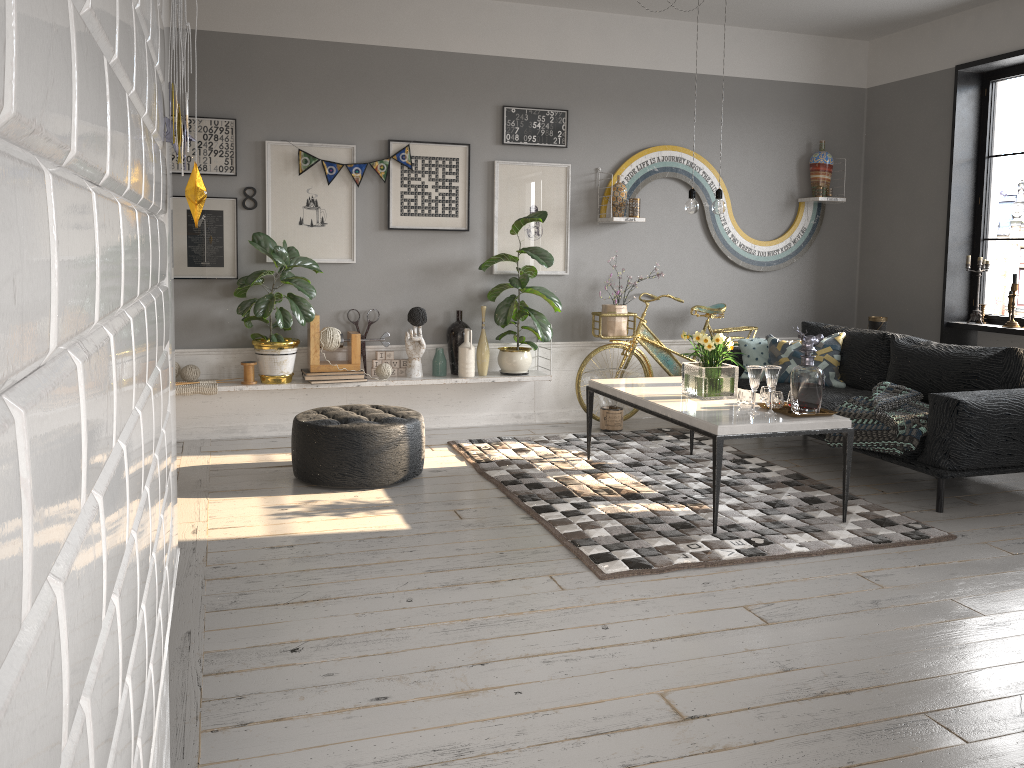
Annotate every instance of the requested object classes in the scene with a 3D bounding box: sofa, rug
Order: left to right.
[{"bbox_3d":[0.790,0.530,4.888,1.770,0.034,2.545,-2,9,-18],"label":"rug"},{"bbox_3d":[2.174,0.080,5.510,0.970,0.792,2.357,-2,9,-19],"label":"sofa"}]

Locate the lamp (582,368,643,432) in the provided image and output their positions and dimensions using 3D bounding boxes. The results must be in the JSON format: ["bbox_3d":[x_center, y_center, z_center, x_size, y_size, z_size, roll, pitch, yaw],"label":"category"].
[{"bbox_3d":[0.708,0.112,6.265,0.432,0.435,0.435,2,7,12],"label":"lamp"}]

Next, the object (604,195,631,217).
[{"bbox_3d":[0.755,-1.279,6.364,0.197,0.165,0.060,3,6,15],"label":"object"}]

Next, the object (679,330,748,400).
[{"bbox_3d":[1.046,-0.108,4.671,0.325,0.349,0.354,-1,7,-16],"label":"object"}]

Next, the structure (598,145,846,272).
[{"bbox_3d":[1.625,-1.334,6.733,2.023,0.950,0.268,-2,6,-18],"label":"structure"}]

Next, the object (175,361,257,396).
[{"bbox_3d":[-2.017,-0.092,5.583,0.785,0.305,0.331,-2,7,-18],"label":"object"}]

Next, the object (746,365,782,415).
[{"bbox_3d":[1.192,0.029,4.203,0.167,0.225,0.083,0,5,-7],"label":"object"}]

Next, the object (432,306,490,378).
[{"bbox_3d":[-0.352,-0.298,6.120,0.332,0.485,0.287,5,7,32],"label":"object"}]

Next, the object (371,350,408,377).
[{"bbox_3d":[-0.836,-0.142,6.087,0.265,0.172,0.079,-1,6,-13],"label":"object"}]

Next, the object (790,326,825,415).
[{"bbox_3d":[1.409,-0.067,4.212,0.156,0.414,0.149,1,5,1],"label":"object"}]

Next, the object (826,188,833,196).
[{"bbox_3d":[2.474,-1.494,6.901,0.050,0.058,0.050,-3,7,-29],"label":"object"}]

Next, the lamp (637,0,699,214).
[{"bbox_3d":[0.526,-1.585,4.096,0.074,1.527,1.400,5,8,40],"label":"lamp"}]

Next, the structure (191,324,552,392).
[{"bbox_3d":[-1.063,-0.222,5.918,2.776,0.483,0.310,-2,6,-18],"label":"structure"}]

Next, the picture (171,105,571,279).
[{"bbox_3d":[-2.409,-0.914,3.413,7.295,1.783,4.068,-2,8,-18],"label":"picture"}]

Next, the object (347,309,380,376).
[{"bbox_3d":[-1.016,-0.283,6.053,0.221,0.461,0.019,-1,5,-18],"label":"object"}]

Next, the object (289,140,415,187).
[{"bbox_3d":[-1.077,-1.485,5.929,0.914,0.337,0.058,-2,6,-19],"label":"object"}]

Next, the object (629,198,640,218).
[{"bbox_3d":[0.890,-1.275,6.425,0.086,0.139,0.086,-2,6,-26],"label":"object"}]

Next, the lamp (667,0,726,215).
[{"bbox_3d":[0.663,-1.580,4.079,0.074,1.527,1.400,5,8,40],"label":"lamp"}]

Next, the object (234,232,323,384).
[{"bbox_3d":[-1.499,-0.483,5.653,0.511,0.958,0.548,-3,7,-33],"label":"object"}]

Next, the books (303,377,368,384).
[{"bbox_3d":[-1.175,-0.038,5.866,0.368,0.021,0.298,-3,9,-24],"label":"books"}]

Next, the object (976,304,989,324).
[{"bbox_3d":[3.369,-0.508,6.334,0.084,0.150,0.085,-1,6,-15],"label":"object"}]

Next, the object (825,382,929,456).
[{"bbox_3d":[2.088,0.203,4.848,0.490,0.327,0.671,-2,8,-23],"label":"object"}]

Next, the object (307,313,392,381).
[{"bbox_3d":[-1.071,-0.245,5.882,0.546,0.437,0.240,-1,6,-18],"label":"object"}]

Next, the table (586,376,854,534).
[{"bbox_3d":[1.014,0.320,4.705,0.732,0.507,1.466,-2,9,-18],"label":"table"}]

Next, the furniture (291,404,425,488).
[{"bbox_3d":[-0.855,0.330,4.944,0.736,0.354,0.739,-4,9,-31],"label":"furniture"}]

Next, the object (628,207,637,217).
[{"bbox_3d":[0.887,-1.260,6.508,0.062,0.081,0.062,-5,8,-42],"label":"object"}]

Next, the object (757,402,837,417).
[{"bbox_3d":[1.375,0.123,4.285,0.247,0.015,0.320,-2,9,-18],"label":"object"}]

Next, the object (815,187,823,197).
[{"bbox_3d":[2.400,-1.497,6.912,0.060,0.078,0.060,-3,7,-30],"label":"object"}]

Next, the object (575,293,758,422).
[{"bbox_3d":[1.247,-0.200,6.637,1.627,0.964,0.429,-3,7,-27],"label":"object"}]

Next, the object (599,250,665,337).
[{"bbox_3d":[0.880,-0.657,6.449,0.488,0.637,0.255,1,5,-1],"label":"object"}]

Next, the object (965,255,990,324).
[{"bbox_3d":[3.295,-0.672,6.293,0.145,0.487,0.163,2,5,17],"label":"object"}]

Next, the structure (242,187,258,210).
[{"bbox_3d":[-2.016,-1.144,5.674,0.739,0.261,0.024,-2,5,-18],"label":"structure"}]

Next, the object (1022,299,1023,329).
[{"bbox_3d":[3.467,-0.522,5.943,0.076,0.299,0.076,2,5,12],"label":"object"}]

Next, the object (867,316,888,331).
[{"bbox_3d":[2.757,-0.425,6.682,0.141,0.159,0.139,3,7,19],"label":"object"}]

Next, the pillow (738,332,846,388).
[{"bbox_3d":[1.931,-0.187,6.066,0.444,0.360,0.803,-4,9,-36],"label":"pillow"}]

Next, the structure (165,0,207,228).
[{"bbox_3d":[-0.604,-0.512,1.627,0.078,0.445,0.134,-2,6,-30],"label":"structure"}]

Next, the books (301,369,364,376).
[{"bbox_3d":[-1.191,-0.085,5.862,0.379,0.017,0.230,-2,9,-21],"label":"books"}]

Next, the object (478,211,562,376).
[{"bbox_3d":[0.065,-0.634,6.194,0.567,1.143,0.418,3,6,21],"label":"object"}]

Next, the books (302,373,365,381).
[{"bbox_3d":[-1.185,-0.061,5.855,0.384,0.029,0.262,-2,9,-18],"label":"books"}]

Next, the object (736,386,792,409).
[{"bbox_3d":[1.281,0.077,4.375,0.280,0.087,0.247,-6,11,-40],"label":"object"}]

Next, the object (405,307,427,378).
[{"bbox_3d":[-0.655,-0.286,6.035,0.155,0.480,0.137,-1,5,-19],"label":"object"}]

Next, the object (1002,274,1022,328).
[{"bbox_3d":[3.398,-0.568,5.991,0.123,0.373,0.124,0,5,-14],"label":"object"}]
